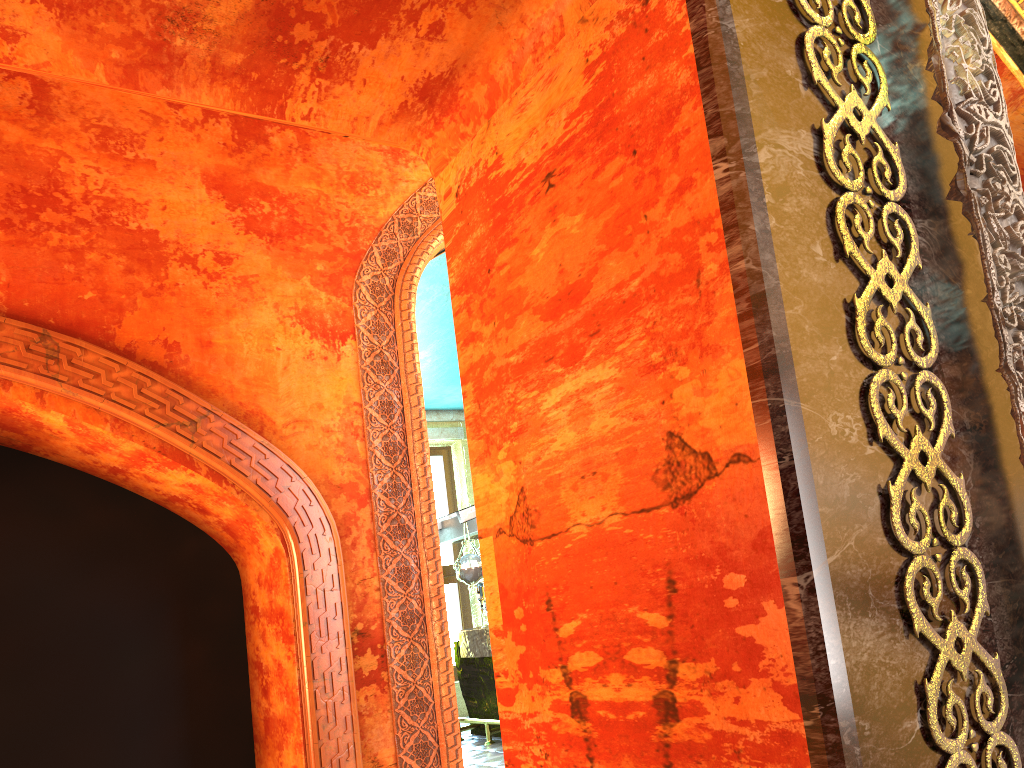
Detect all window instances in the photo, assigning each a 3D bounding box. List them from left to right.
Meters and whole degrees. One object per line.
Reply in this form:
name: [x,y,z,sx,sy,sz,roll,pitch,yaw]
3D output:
window: [-1.400,2.578,12.116,1.714,3.373,0.080,-1,-10,-37]
